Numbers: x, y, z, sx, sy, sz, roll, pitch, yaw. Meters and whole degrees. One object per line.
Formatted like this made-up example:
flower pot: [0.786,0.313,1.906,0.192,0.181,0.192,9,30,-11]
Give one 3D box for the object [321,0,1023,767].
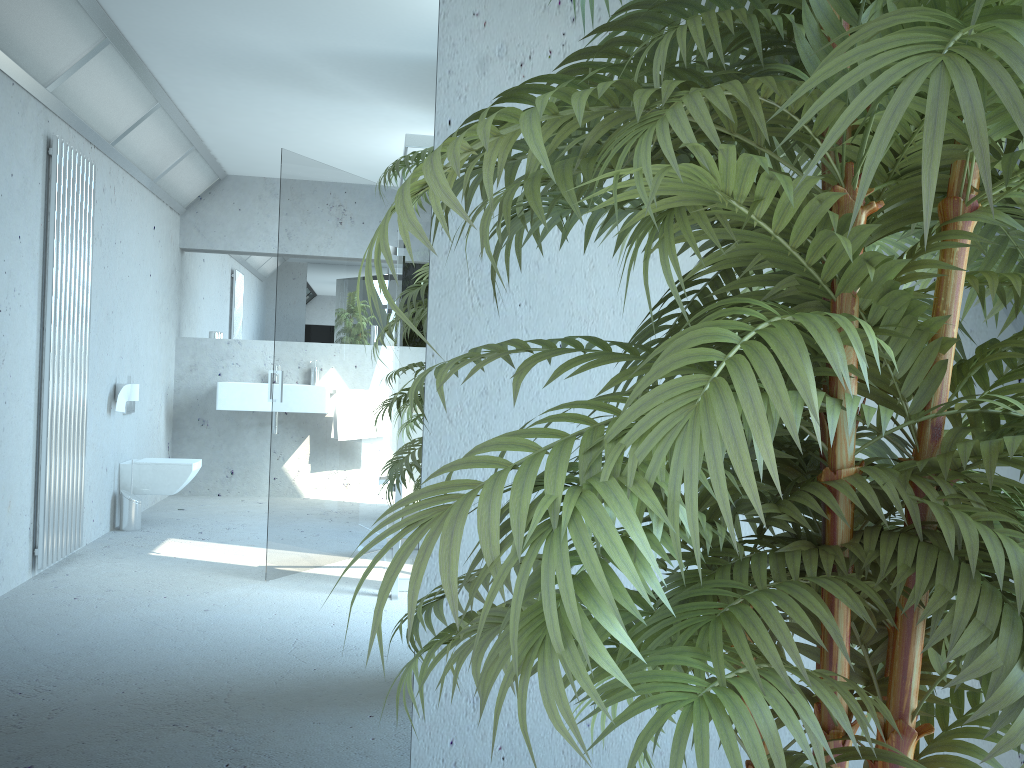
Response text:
object: [0.359,-0.003,0.897,0.980,2.034,1.020,3,0,40]
